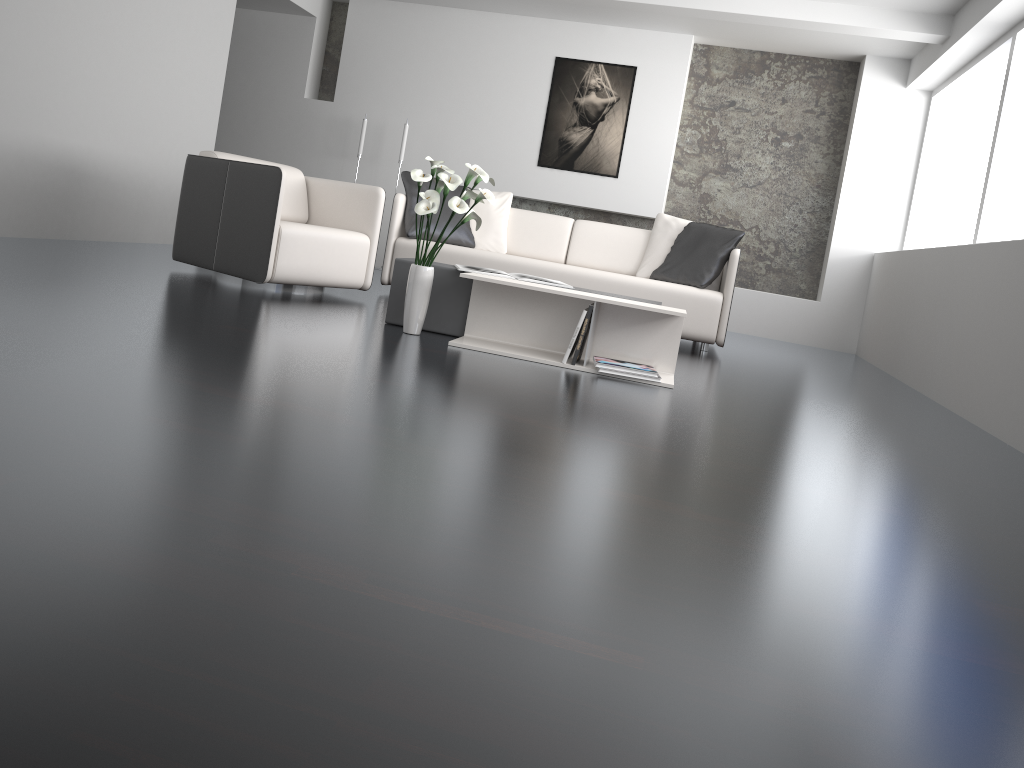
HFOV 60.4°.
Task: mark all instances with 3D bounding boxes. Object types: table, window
[{"bbox_3d":[0.247,-0.248,3.846,0.972,0.312,0.300,11,6,10],"label":"table"},{"bbox_3d":[0.059,-0.341,4.203,1.262,0.312,0.300,11,6,10],"label":"table"},{"bbox_3d":[2.547,-1.215,3.413,0.111,1.415,8.114,10,9,11],"label":"window"}]

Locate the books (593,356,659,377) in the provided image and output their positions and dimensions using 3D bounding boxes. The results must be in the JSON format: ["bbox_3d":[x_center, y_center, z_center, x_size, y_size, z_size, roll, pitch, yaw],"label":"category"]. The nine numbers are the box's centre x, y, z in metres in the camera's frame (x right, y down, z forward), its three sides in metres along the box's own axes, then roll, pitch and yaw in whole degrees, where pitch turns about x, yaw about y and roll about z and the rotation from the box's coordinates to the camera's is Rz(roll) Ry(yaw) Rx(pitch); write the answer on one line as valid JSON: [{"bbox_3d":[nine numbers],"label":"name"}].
[{"bbox_3d":[0.481,-0.076,3.760,0.263,0.016,0.230,10,9,2],"label":"books"}]

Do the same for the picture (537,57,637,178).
[{"bbox_3d":[0.671,-2.402,7.923,0.749,0.997,0.004,11,3,12],"label":"picture"}]

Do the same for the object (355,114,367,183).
[{"bbox_3d":[-1.469,-1.824,8.204,0.181,1.385,0.180,10,3,12],"label":"object"}]

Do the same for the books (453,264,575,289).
[{"bbox_3d":[0.000,-0.520,4.211,0.547,0.016,0.363,8,10,-8],"label":"books"}]

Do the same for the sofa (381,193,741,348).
[{"bbox_3d":[0.348,-0.817,5.995,2.247,0.655,0.926,11,7,10],"label":"sofa"}]

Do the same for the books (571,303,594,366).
[{"bbox_3d":[0.314,-0.219,3.802,0.050,0.261,0.235,10,6,9],"label":"books"}]

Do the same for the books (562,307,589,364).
[{"bbox_3d":[0.282,-0.213,3.805,0.070,0.236,0.229,10,6,9],"label":"books"}]

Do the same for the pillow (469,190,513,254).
[{"bbox_3d":[-0.290,-1.153,6.205,0.585,0.496,0.326,10,5,1],"label":"pillow"}]

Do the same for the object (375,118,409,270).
[{"bbox_3d":[-1.061,-1.722,8.009,0.181,1.385,0.180,10,3,12],"label":"object"}]

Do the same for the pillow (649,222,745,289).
[{"bbox_3d":[1.215,-0.832,5.686,0.331,0.433,0.561,6,8,-33],"label":"pillow"}]

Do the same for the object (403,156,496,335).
[{"bbox_3d":[-0.304,-0.594,3.884,0.377,0.791,0.451,9,4,-5],"label":"object"}]

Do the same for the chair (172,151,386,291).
[{"bbox_3d":[-1.351,-0.950,5.085,0.931,0.656,0.765,15,9,36],"label":"chair"}]

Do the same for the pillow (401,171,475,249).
[{"bbox_3d":[-0.485,-1.178,5.969,0.562,0.446,0.282,5,7,-34],"label":"pillow"}]

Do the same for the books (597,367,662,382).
[{"bbox_3d":[0.492,-0.054,3.740,0.263,0.016,0.216,10,9,2],"label":"books"}]

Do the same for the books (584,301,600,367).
[{"bbox_3d":[0.347,-0.226,3.814,0.007,0.281,0.206,10,5,9],"label":"books"}]

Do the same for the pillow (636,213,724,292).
[{"bbox_3d":[1.179,-0.881,5.959,0.591,0.504,0.300,12,5,16],"label":"pillow"}]
